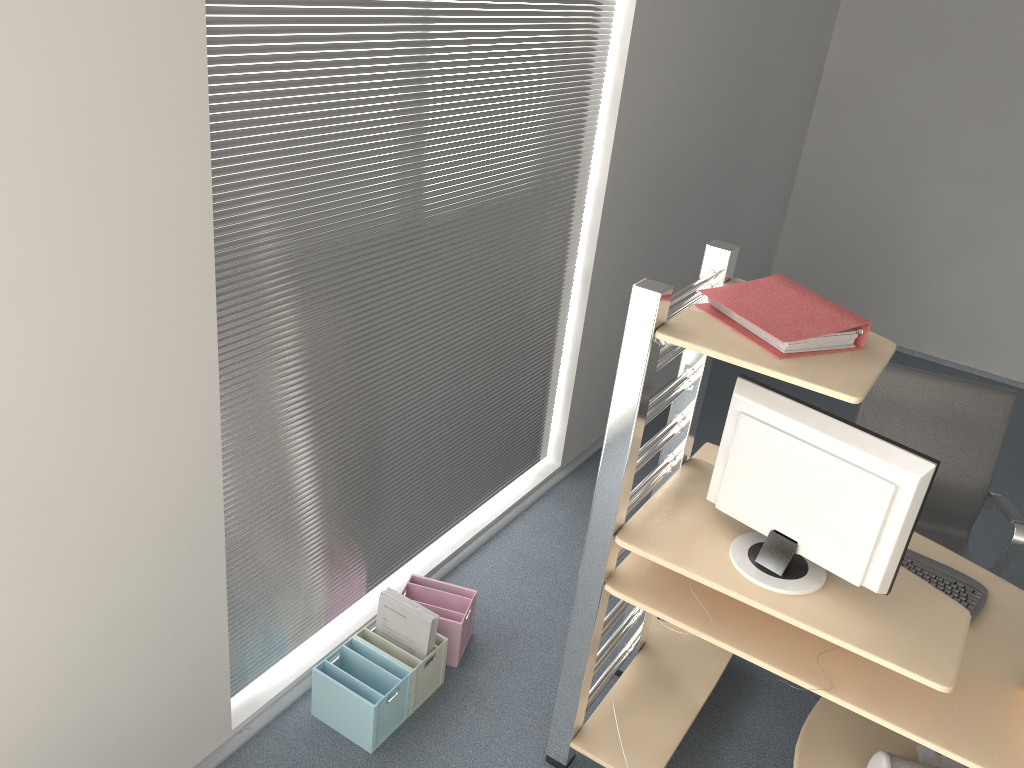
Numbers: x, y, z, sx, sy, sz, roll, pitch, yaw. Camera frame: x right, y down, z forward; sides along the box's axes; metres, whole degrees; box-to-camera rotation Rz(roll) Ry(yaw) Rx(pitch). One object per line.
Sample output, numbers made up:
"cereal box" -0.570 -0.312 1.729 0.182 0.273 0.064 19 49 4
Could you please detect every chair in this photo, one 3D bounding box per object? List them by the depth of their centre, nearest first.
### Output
"chair" 1.371 0.553 3.106 0.584 1.048 0.652 14 27 14

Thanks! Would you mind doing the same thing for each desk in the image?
"desk" 1.058 0.554 2.440 1.469 1.566 0.967 21 29 26

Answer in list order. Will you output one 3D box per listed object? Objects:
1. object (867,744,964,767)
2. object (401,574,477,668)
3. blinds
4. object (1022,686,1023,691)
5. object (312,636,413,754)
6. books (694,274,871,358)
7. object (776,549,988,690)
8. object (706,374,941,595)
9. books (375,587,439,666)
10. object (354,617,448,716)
"object" 1.191 1.072 2.380 0.438 0.162 0.351 13 27 12
"object" -0.272 0.829 3.104 0.245 0.202 0.185 12 27 10
"blinds" -0.205 -0.580 2.830 0.022 2.770 1.950 21 29 26
"object" 1.349 0.814 2.036 0.225 0.060 0.309 11 27 7
"object" -0.468 0.970 2.771 0.245 0.202 0.185 21 30 26
"books" 0.649 -0.173 2.147 0.262 0.072 0.320 -6 29 -25
"object" 0.945 0.629 2.398 0.478 0.082 0.814 26 32 33
"object" 0.699 0.272 2.196 0.245 0.418 0.516 -12 32 -34
"books" -0.353 0.843 2.896 0.220 0.306 0.068 21 30 26
"object" -0.369 0.911 2.916 0.245 0.202 0.185 21 30 26
